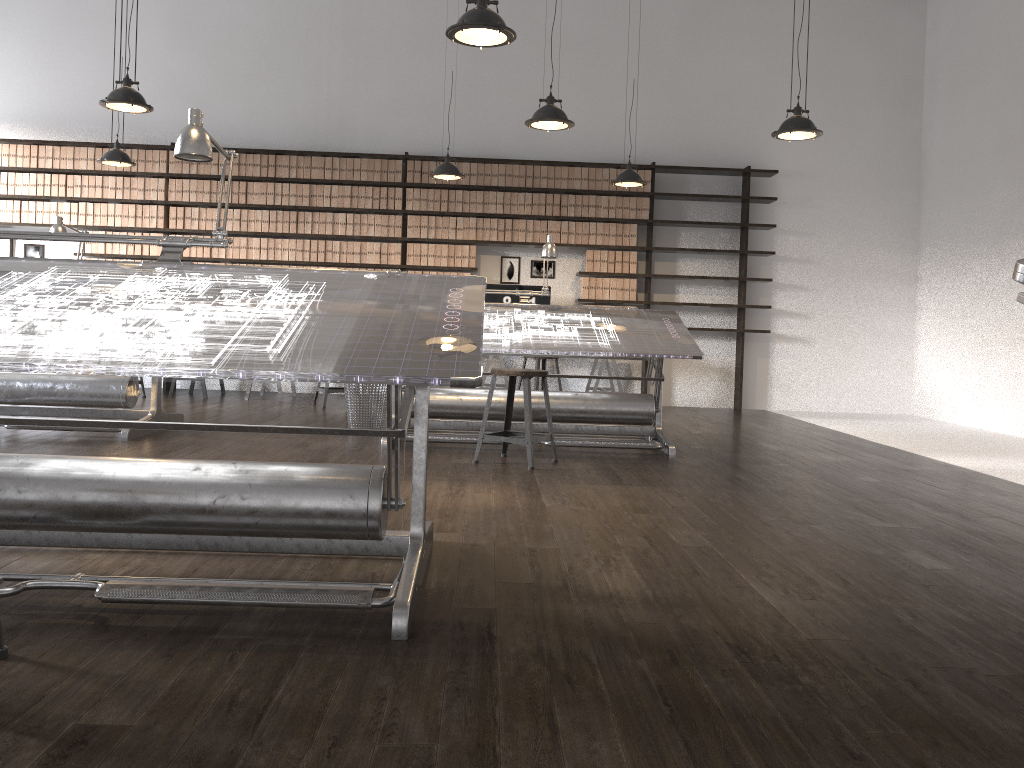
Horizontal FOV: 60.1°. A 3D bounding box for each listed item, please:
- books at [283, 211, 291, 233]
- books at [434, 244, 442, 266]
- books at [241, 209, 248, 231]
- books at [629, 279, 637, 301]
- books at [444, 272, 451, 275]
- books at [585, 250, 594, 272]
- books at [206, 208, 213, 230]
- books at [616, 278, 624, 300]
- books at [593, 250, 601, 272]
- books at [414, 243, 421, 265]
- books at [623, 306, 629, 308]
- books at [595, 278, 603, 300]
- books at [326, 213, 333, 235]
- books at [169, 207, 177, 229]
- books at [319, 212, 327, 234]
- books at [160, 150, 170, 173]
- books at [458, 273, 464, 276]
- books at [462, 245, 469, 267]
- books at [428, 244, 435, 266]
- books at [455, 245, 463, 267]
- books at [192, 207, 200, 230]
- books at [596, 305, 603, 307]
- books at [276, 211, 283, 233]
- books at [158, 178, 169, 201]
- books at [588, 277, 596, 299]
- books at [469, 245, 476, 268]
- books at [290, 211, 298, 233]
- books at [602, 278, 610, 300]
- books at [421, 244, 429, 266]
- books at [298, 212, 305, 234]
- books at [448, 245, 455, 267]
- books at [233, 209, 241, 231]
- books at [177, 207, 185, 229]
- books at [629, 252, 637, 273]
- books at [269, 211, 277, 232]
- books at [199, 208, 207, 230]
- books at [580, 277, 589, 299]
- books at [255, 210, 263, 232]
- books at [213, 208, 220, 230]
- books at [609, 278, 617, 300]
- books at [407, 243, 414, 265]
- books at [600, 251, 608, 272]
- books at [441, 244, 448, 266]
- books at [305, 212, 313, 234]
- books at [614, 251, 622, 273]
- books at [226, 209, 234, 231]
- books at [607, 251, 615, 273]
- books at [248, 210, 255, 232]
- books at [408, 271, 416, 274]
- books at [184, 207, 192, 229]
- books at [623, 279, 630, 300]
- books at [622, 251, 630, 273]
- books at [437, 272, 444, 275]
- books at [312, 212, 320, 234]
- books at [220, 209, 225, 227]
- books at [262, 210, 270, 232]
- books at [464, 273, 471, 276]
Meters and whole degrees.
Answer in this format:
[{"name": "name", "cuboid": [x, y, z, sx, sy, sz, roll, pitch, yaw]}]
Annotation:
[{"name": "books", "cuboid": [-2.247, -1.611, 8.887, 0.067, 0.225, 0.175, 2, 2, -2]}, {"name": "books", "cuboid": [-0.743, -1.289, 8.930, 0.067, 0.225, 0.175, 2, 2, -2]}, {"name": "books", "cuboid": [-2.660, -1.624, 8.875, 0.067, 0.225, 0.175, 2, 2, -2]}, {"name": "books", "cuboid": [1.216, -0.948, 8.987, 0.067, 0.225, 0.175, 2, 2, -2]}, {"name": "books", "cuboid": [-0.649, -1.011, 8.936, 0.067, 0.225, 0.175, 2, 2, -2]}, {"name": "books", "cuboid": [0.781, -1.238, 8.973, 0.067, 0.225, 0.175, 2, 2, -2]}, {"name": "books", "cuboid": [-2.999, -1.636, 8.866, 0.067, 0.225, 0.175, 2, 2, -2]}, {"name": "books", "cuboid": [1.082, -0.952, 8.978, 0.067, 0.225, 0.175, 2, 2, -2]}, {"name": "books", "cuboid": [0.852, -1.235, 8.975, 0.067, 0.225, 0.174, 2, 2, -2]}, {"name": "books", "cuboid": [-0.948, -1.296, 8.925, 0.067, 0.225, 0.175, 2, 2, -2]}, {"name": "books", "cuboid": [1.143, -0.673, 8.990, 0.067, 0.225, 0.174, 2, 2, -2]}, {"name": "books", "cuboid": [0.874, -0.960, 8.980, 0.067, 0.225, 0.174, 2, 2, -2]}, {"name": "books", "cuboid": [-1.818, -1.596, 8.893, 0.067, 0.225, 0.175, 2, 2, -2]}, {"name": "books", "cuboid": [-3.361, -1.648, 8.857, 0.067, 0.225, 0.175, 2, 2, -2]}, {"name": "books", "cuboid": [-1.886, -1.598, 8.897, 0.067, 0.225, 0.175, 2, 2, -2]}, {"name": "books", "cuboid": [-3.450, -2.203, 8.842, 0.067, 0.225, 0.175, 2, 2, -2]}, {"name": "books", "cuboid": [-0.515, -1.006, 8.939, 0.067, 0.225, 0.175, 2, 2, -2]}, {"name": "books", "cuboid": [-0.467, -1.279, 8.935, 0.067, 0.225, 0.174, 2, 2, -2]}, {"name": "books", "cuboid": [-0.806, -1.291, 8.926, 0.067, 0.225, 0.175, 2, 2, -2]}, {"name": "books", "cuboid": [-0.538, -1.282, 8.937, 0.067, 0.225, 0.174, 2, 2, -2]}, {"name": "books", "cuboid": [-3.141, -1.640, 8.858, 0.067, 0.225, 0.174, 2, 2, -2]}, {"name": "books", "cuboid": [0.874, -0.682, 8.980, 0.067, 0.225, 0.175, 2, 2, -2]}, {"name": "books", "cuboid": [-2.313, -1.613, 8.883, 0.067, 0.225, 0.175, 2, 2, -2]}, {"name": "books", "cuboid": [-3.467, -1.926, 8.846, 0.067, 0.225, 0.175, 2, 2, -2]}, {"name": "books", "cuboid": [0.804, -0.962, 8.976, 0.067, 0.225, 0.175, 2, 2, -2]}, {"name": "books", "cuboid": [-0.396, -1.277, 8.941, 0.067, 0.225, 0.175, 2, 2, -2]}, {"name": "books", "cuboid": [-2.173, -1.608, 8.884, 0.067, 0.225, 0.175, 2, 2, -2]}, {"name": "books", "cuboid": [0.944, -0.957, 8.978, 0.067, 0.225, 0.174, 2, 2, -2]}, {"name": "books", "cuboid": [-0.878, -1.293, 8.923, 0.067, 0.225, 0.175, 2, 2, -2]}, {"name": "books", "cuboid": [-2.098, -1.606, 8.891, 0.067, 0.225, 0.175, 2, 2, -2]}, {"name": "books", "cuboid": [-0.609, -1.284, 8.935, 0.067, 0.225, 0.175, 2, 2, -2]}, {"name": "books", "cuboid": [-2.730, -1.627, 8.869, 0.067, 0.225, 0.175, 2, 2, -2]}, {"name": "books", "cuboid": [-3.287, -1.645, 8.853, 0.067, 0.225, 0.175, 2, 2, -2]}, {"name": "books", "cuboid": [1.219, -1.223, 8.983, 0.067, 0.225, 0.175, 2, 2, -2]}, {"name": "books", "cuboid": [-2.376, -1.615, 8.877, 0.067, 0.225, 0.175, 2, 2, -2]}, {"name": "books", "cuboid": [-3.070, -1.638, 8.864, 0.067, 0.225, 0.174, 2, 2, -2]}, {"name": "books", "cuboid": [0.734, -0.964, 8.970, 0.067, 0.225, 0.175, 2, 2, -2]}, {"name": "books", "cuboid": [-2.520, -1.620, 8.876, 0.067, 0.225, 0.174, 2, 2, -2]}, {"name": "books", "cuboid": [-2.932, -1.633, 8.862, 0.067, 0.225, 0.175, 2, 2, -2]}, {"name": "books", "cuboid": [1.016, -0.954, 8.976, 0.067, 0.225, 0.175, 2, 2, -2]}, {"name": "books", "cuboid": [-1.018, -1.298, 8.925, 0.067, 0.225, 0.174, 2, 2, -2]}, {"name": "books", "cuboid": [0.923, -1.233, 8.973, 0.067, 0.225, 0.174, 2, 2, -2]}, {"name": "books", "cuboid": [-0.676, -1.286, 8.927, 0.067, 0.225, 0.175, 2, 2, -2]}, {"name": "books", "cuboid": [-2.027, -1.603, 8.889, 0.067, 0.225, 0.174, 2, 2, -2]}, {"name": "books", "cuboid": [1.069, -1.228, 8.976, 0.067, 0.225, 0.175, 2, 2, -2]}, {"name": "books", "cuboid": [-2.802, -1.629, 8.869, 0.067, 0.225, 0.175, 2, 2, -2]}, {"name": "books", "cuboid": [0.994, -1.230, 8.979, 0.067, 0.225, 0.175, 2, 2, -2]}, {"name": "books", "cuboid": [-2.590, -1.622, 8.878, 0.067, 0.225, 0.174, 2, 2, -2]}, {"name": "books", "cuboid": [-1.011, -1.023, 8.927, 0.067, 0.225, 0.175, 2, 2, -2]}, {"name": "books", "cuboid": [-3.212, -1.643, 8.861, 0.067, 0.225, 0.175, 2, 2, -2]}, {"name": "books", "cuboid": [1.145, -0.950, 8.984, 0.067, 0.225, 0.175, 2, 2, -2]}, {"name": "books", "cuboid": [1.143, -1.225, 8.984, 0.067, 0.225, 0.175, 2, 2, -2]}, {"name": "books", "cuboid": [-0.720, -1.013, 8.935, 0.067, 0.225, 0.174, 2, 2, -2]}, {"name": "books", "cuboid": [-1.956, -1.601, 8.895, 0.067, 0.225, 0.174, 2, 2, -2]}, {"name": "books", "cuboid": [-2.865, -1.631, 8.869, 0.067, 0.225, 0.175, 2, 2, -2]}, {"name": "books", "cuboid": [-2.448, -1.617, 8.875, 0.067, 0.225, 0.175, 2, 2, -2]}, {"name": "books", "cuboid": [-0.452, -1.004, 8.939, 0.067, 0.225, 0.175, 2, 2, -2]}]
